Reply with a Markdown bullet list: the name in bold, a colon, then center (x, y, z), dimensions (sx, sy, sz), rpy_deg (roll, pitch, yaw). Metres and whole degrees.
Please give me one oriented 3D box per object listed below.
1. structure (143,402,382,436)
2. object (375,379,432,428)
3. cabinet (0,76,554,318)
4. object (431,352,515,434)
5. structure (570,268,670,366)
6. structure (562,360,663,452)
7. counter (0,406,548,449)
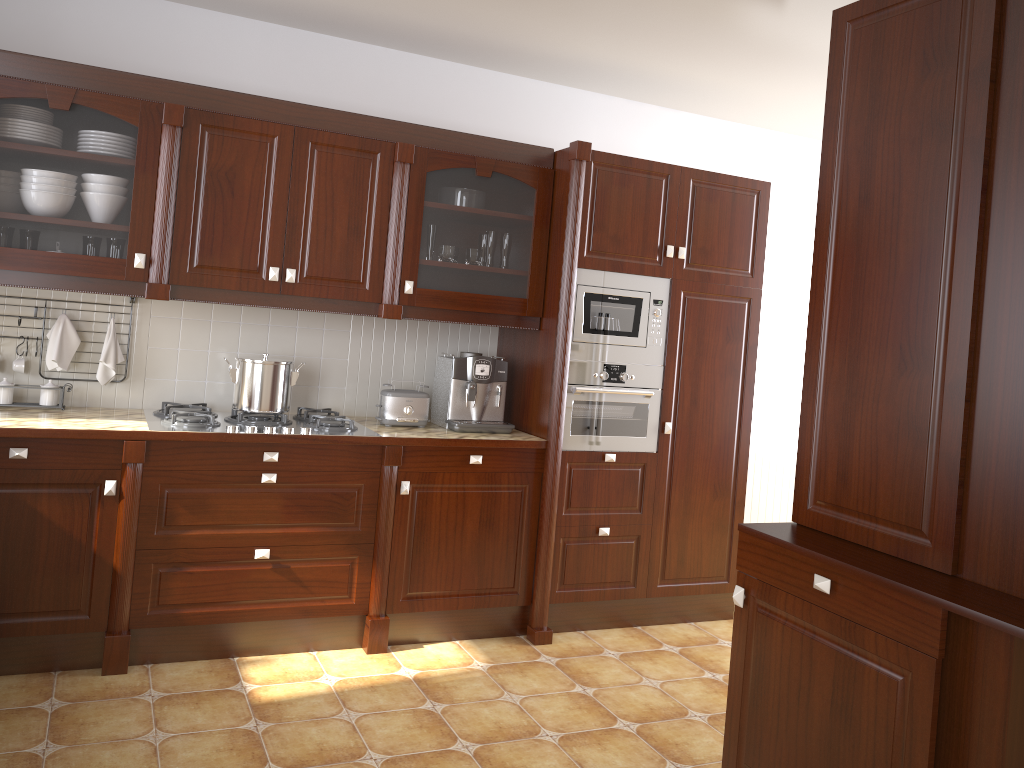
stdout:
- **structure**: center (-0.971, 0.130, 3.408), dimensions (0.814, 0.046, 0.593), rpy_deg (3, 4, -25)
- **object**: center (-0.446, 0.081, 3.673), dimensions (0.242, 0.188, 0.141), rpy_deg (4, 1, -24)
- **cabinet**: center (-0.829, -0.618, 2.561), dimensions (2.774, 0.779, 1.374), rpy_deg (3, 3, -25)
- **object**: center (-0.162, 0.030, 3.790), dimensions (0.274, 0.322, 0.324), rpy_deg (4, 2, -25)
- **structure**: center (0.392, -0.297, 3.907), dimensions (0.494, 0.386, 0.317), rpy_deg (4, 1, -25)
- **structure**: center (0.426, 0.098, 3.759), dimensions (0.493, 0.375, 0.041), rpy_deg (4, 0, -25)
- **counter**: center (-0.984, 0.209, 2.734), dimensions (2.776, 0.032, 1.832), rpy_deg (3, 4, -25)
